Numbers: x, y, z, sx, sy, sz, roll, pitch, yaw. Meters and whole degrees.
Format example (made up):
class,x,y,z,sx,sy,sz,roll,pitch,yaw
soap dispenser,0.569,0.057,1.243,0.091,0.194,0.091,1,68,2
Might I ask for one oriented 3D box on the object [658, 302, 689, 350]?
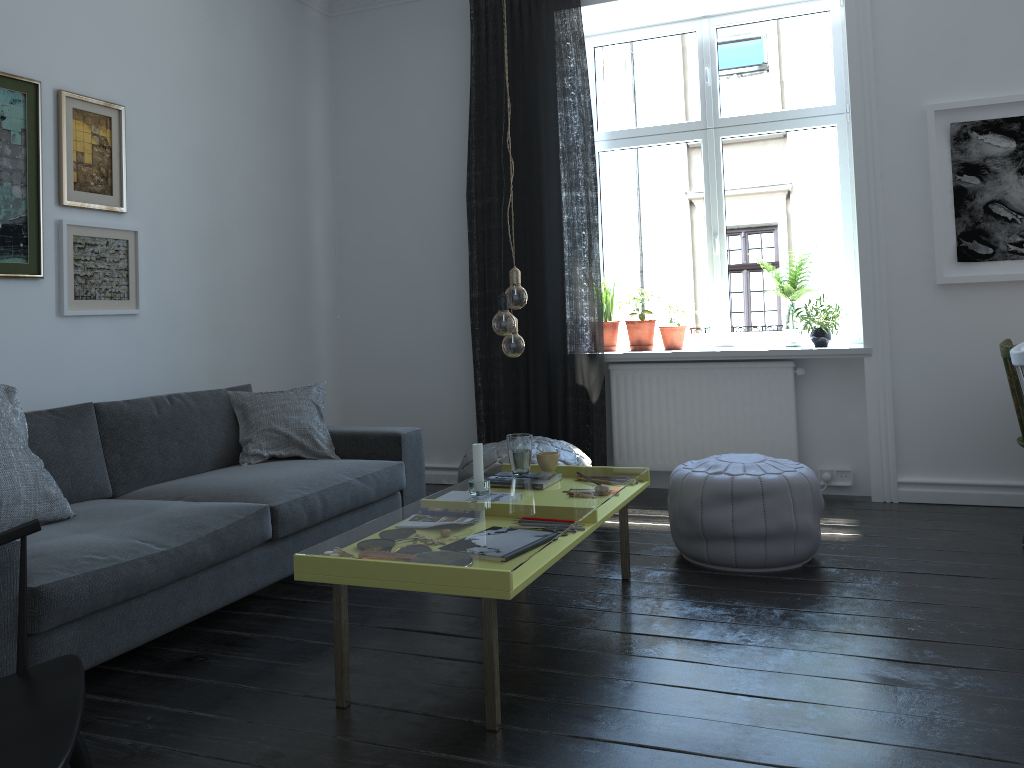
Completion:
class,x,y,z,sx,sy,sz,roll,pitch,yaw
object,0.936,-0.335,5.073,0.194,0.279,0.176,-2,-1,-11

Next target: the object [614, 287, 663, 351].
class,x,y,z,sx,sy,sz,roll,pitch,yaw
object,0.754,-0.382,5.168,0.257,0.371,0.234,-2,-1,34

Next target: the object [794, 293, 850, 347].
class,x,y,z,sx,sy,sz,roll,pitch,yaw
object,1.654,-0.344,4.705,0.284,0.296,0.286,-2,1,26

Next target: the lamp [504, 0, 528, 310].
class,x,y,z,sx,sy,sz,roll,pitch,yaw
lamp,-0.014,-0.988,2.843,0.074,1.504,0.074,-1,-3,-21

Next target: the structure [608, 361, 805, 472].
class,x,y,z,sx,sy,sz,roll,pitch,yaw
structure,1.054,0.196,4.803,1.062,0.631,0.073,-1,-2,22

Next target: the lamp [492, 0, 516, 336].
class,x,y,z,sx,sy,sz,roll,pitch,yaw
lamp,-0.046,-0.900,2.784,0.086,1.504,0.074,-1,-3,-17

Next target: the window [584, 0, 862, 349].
class,x,y,z,sx,sy,sz,roll,pitch,yaw
window,1.194,-1.213,5.237,1.565,1.996,0.107,-2,-2,22

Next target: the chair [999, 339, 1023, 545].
class,x,y,z,sx,sy,sz,roll,pitch,yaw
chair,2.139,0.245,3.319,0.485,0.831,0.467,-2,-1,21

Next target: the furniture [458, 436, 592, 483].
class,x,y,z,sx,sy,sz,roll,pitch,yaw
furniture,0.065,0.467,4.414,0.678,0.383,0.681,-1,3,22

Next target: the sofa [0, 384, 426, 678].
class,x,y,z,sx,sy,sz,roll,pitch,yaw
sofa,-1.321,0.428,3.287,1.082,0.724,2.379,-1,4,22

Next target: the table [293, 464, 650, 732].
class,x,y,z,sx,sy,sz,roll,pitch,yaw
table,-0.013,0.579,2.787,0.599,0.400,1.404,-1,4,22

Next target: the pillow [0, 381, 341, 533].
class,x,y,z,sx,sy,sz,roll,pitch,yaw
pillow,-1.404,0.186,3.399,0.477,0.493,2.061,-2,4,27

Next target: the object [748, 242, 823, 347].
class,x,y,z,sx,sy,sz,roll,pitch,yaw
object,1.550,-0.488,4.873,0.328,0.568,0.392,-2,0,-14

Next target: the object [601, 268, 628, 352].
class,x,y,z,sx,sy,sz,roll,pitch,yaw
object,0.561,-0.446,5.254,0.300,0.501,0.333,-2,0,5

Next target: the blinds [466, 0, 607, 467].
class,x,y,z,sx,sy,sz,roll,pitch,yaw
blinds,0.099,-0.896,5.010,0.803,2.986,0.112,-3,-3,21

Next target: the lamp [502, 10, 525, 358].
class,x,y,z,sx,sy,sz,roll,pitch,yaw
lamp,-0.017,-0.836,2.879,0.074,1.504,0.088,0,-3,-44

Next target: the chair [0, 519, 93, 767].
class,x,y,z,sx,sy,sz,roll,pitch,yaw
chair,-1.006,0.427,1.286,0.907,1.009,0.610,-2,-1,-23

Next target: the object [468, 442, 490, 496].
class,x,y,z,sx,sy,sz,roll,pitch,yaw
object,-0.113,0.283,2.958,0.074,0.174,0.074,-1,-2,-33

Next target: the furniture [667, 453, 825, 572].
class,x,y,z,sx,sy,sz,roll,pitch,yaw
furniture,0.944,0.505,3.571,0.614,0.421,0.611,-2,2,16

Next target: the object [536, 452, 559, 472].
class,x,y,z,sx,sy,sz,roll,pitch,yaw
object,0.137,0.298,3.354,0.087,0.067,0.086,-4,2,-40

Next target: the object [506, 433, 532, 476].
class,x,y,z,sx,sy,sz,roll,pitch,yaw
object,0.030,0.265,3.303,0.097,0.147,0.097,-2,0,-17

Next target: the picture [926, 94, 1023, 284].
class,x,y,z,sx,sy,sz,roll,pitch,yaw
picture,2.399,-0.941,4.244,0.686,0.892,0.083,-2,-2,22

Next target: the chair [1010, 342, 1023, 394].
class,x,y,z,sx,sy,sz,roll,pitch,yaw
chair,1.939,0.278,2.871,0.509,0.846,0.466,-2,-1,22
